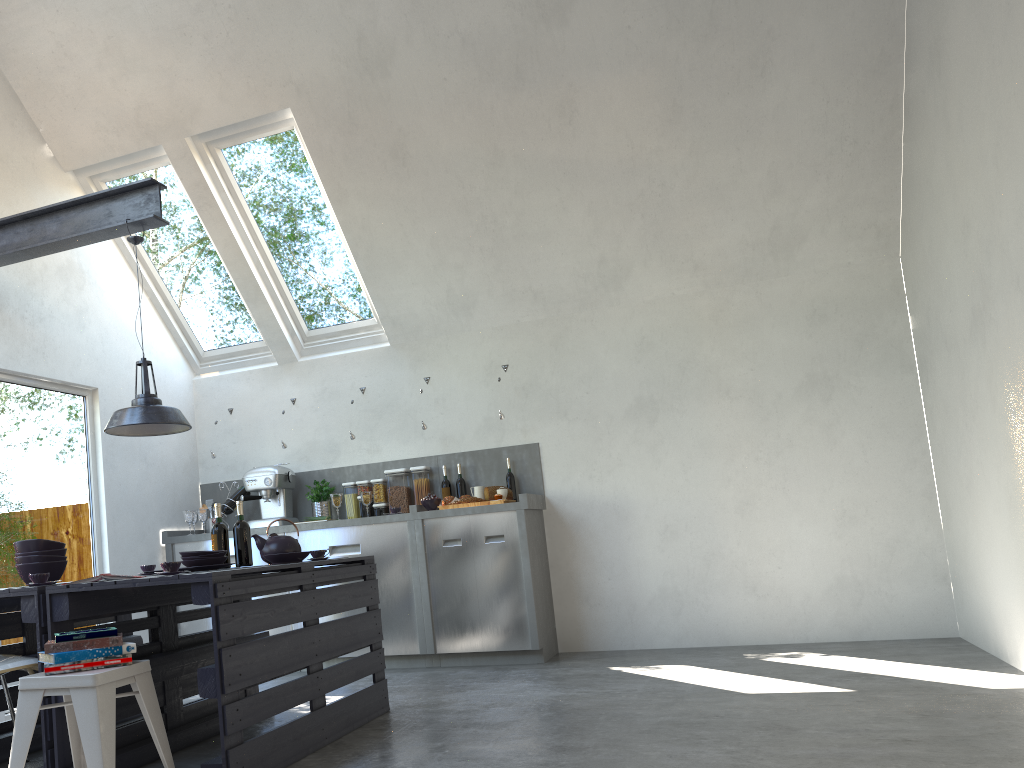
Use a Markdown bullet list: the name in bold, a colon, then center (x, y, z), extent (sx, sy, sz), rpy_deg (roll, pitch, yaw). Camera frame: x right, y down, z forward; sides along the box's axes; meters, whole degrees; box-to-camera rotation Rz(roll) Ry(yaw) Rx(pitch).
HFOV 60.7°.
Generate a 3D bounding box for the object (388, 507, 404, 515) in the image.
- **object**: center (-0.811, 0.890, 6.112), extent (0.123, 0.056, 0.110), rpy_deg (-11, -11, 32)

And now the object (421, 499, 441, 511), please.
- **object**: center (-0.553, 0.835, 6.004), extent (0.140, 0.078, 0.155), rpy_deg (-1, -10, -25)

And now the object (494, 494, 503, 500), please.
- **object**: center (-0.090, 0.757, 5.848), extent (0.059, 0.046, 0.059), rpy_deg (-6, -8, 2)

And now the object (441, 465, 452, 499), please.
- **object**: center (-0.478, 0.767, 6.390), extent (0.075, 0.342, 0.071), rpy_deg (-7, -6, 10)

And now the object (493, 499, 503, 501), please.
- **object**: center (-0.137, 0.779, 5.830), extent (0.208, 0.003, 0.019), rpy_deg (-14, -13, 41)

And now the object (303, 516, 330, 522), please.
- **object**: center (-1.451, 0.984, 6.368), extent (0.294, 0.053, 0.134), rpy_deg (-11, -11, 33)

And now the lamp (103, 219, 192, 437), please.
- **lamp**: center (-1.894, -0.303, 4.469), extent (0.449, 1.087, 0.417), rpy_deg (-8, -7, 17)

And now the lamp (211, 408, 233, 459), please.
- **lamp**: center (-2.323, 0.389, 6.998), extent (0.062, 0.433, 0.323), rpy_deg (-7, -7, 14)

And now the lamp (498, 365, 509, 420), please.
- **lamp**: center (-0.067, 0.051, 6.187), extent (0.062, 0.433, 0.323), rpy_deg (-7, -7, 14)

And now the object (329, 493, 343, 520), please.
- **object**: center (-1.245, 0.878, 6.236), extent (0.094, 0.190, 0.104), rpy_deg (-3, -7, -24)

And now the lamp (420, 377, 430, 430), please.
- **lamp**: center (-0.627, 0.135, 6.393), extent (0.060, 0.432, 0.337), rpy_deg (-6, -7, 3)

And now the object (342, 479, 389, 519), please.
- **object**: center (-1.096, 0.878, 6.585), extent (0.356, 0.292, 0.102), rpy_deg (-8, -7, 19)

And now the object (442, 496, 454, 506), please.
- **object**: center (-0.434, 0.818, 6.098), extent (0.113, 0.076, 0.126), rpy_deg (0, -10, -30)

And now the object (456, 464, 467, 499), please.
- **object**: center (-0.368, 0.751, 6.350), extent (0.075, 0.342, 0.069), rpy_deg (-8, -6, 20)

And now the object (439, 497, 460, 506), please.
- **object**: center (-0.390, 0.819, 6.092), extent (0.209, 0.058, 0.190), rpy_deg (-12, -12, 37)

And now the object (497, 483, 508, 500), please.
- **object**: center (-0.066, 0.726, 5.903), extent (0.069, 0.120, 0.077), rpy_deg (-2, -8, -28)

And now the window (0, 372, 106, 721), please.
- **window**: center (-3.022, 1.022, 5.671), extent (0.061, 2.111, 0.956), rpy_deg (-7, -7, 14)

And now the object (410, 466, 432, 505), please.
- **object**: center (-0.662, 0.789, 6.451), extent (0.133, 0.351, 0.124), rpy_deg (-7, -6, 16)

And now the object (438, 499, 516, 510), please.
- **object**: center (-0.236, 0.828, 5.973), extent (0.490, 0.028, 0.298), rpy_deg (-8, -10, 18)

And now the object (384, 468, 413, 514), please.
- **object**: center (-0.838, 0.814, 6.511), extent (0.182, 0.351, 0.124), rpy_deg (-8, -7, 17)

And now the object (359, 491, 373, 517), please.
- **object**: center (-1.046, 0.873, 6.308), extent (0.100, 0.190, 0.098), rpy_deg (-6, -7, 5)

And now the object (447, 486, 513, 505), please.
- **object**: center (-0.228, 0.760, 5.987), extent (0.444, 0.111, 0.130), rpy_deg (-3, -8, -10)

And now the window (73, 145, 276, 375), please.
- **window**: center (-2.493, -0.881, 6.706), extent (0.865, 1.384, 1.443), rpy_deg (-7, -8, 15)

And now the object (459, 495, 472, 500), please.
- **object**: center (-0.322, 0.813, 6.125), extent (0.113, 0.076, 0.126), rpy_deg (0, -10, -30)

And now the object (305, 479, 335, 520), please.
- **object**: center (-1.451, 0.891, 6.637), extent (0.235, 0.339, 0.265), rpy_deg (-1, -8, -30)

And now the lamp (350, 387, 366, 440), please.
- **lamp**: center (-1.170, 0.216, 6.584), extent (0.062, 0.433, 0.323), rpy_deg (-7, -7, 14)

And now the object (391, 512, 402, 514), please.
- **object**: center (-0.829, 0.902, 6.076), extent (0.130, 0.013, 0.028), rpy_deg (-4, -9, -6)

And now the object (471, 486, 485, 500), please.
- **object**: center (-0.227, 0.773, 6.085), extent (0.087, 0.118, 0.084), rpy_deg (-11, -9, 38)

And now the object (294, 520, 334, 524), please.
- **object**: center (-1.429, 1.004, 6.360), extent (0.272, 0.012, 0.176), rpy_deg (-8, -10, 15)

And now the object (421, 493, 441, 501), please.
- **object**: center (-0.558, 0.786, 6.009), extent (0.161, 0.094, 0.141), rpy_deg (-6, -9, 3)

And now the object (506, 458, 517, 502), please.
- **object**: center (-0.009, 0.697, 6.221), extent (0.065, 0.342, 0.060), rpy_deg (-8, -6, 20)

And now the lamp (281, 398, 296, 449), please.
- **lamp**: center (-1.730, 0.300, 6.789), extent (0.060, 0.432, 0.337), rpy_deg (-6, -7, 3)

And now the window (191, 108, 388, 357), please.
- **window**: center (-1.536, -1.033, 6.355), extent (0.865, 1.378, 1.436), rpy_deg (-7, -8, 15)
